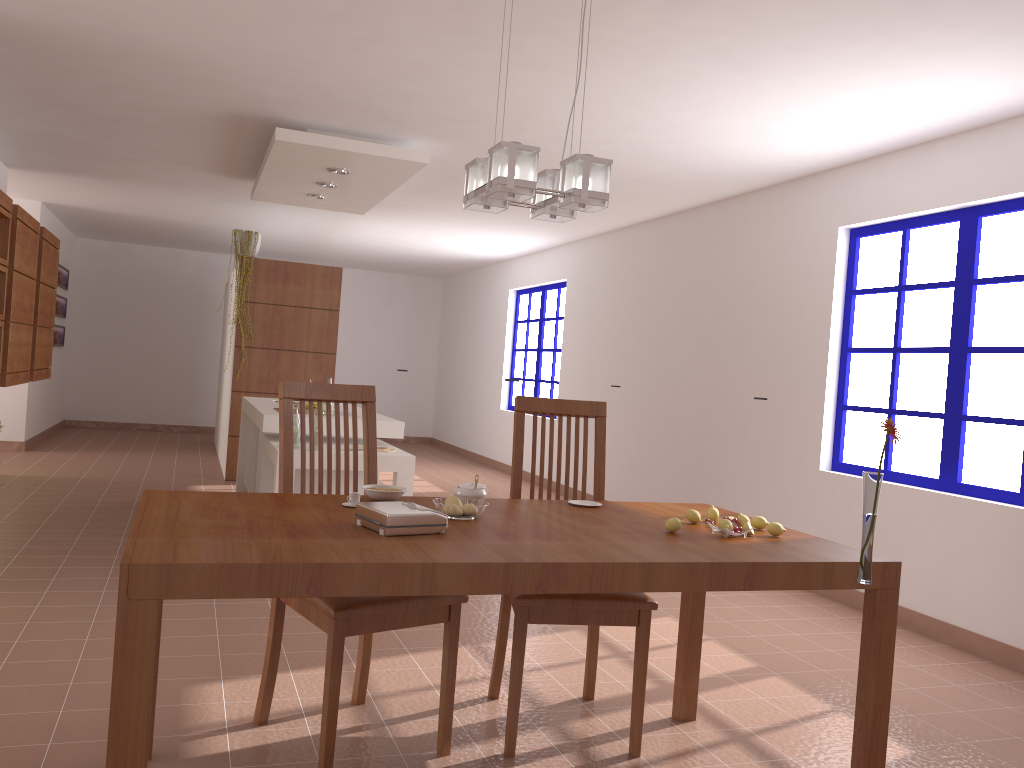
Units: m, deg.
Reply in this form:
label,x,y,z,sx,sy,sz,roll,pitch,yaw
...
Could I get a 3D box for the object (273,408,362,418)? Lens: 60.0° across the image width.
label,x,y,z,sx,sy,sz,roll,pitch,yaw
object,-1.229,0.182,5.589,0.493,0.006,0.551,4,1,-20

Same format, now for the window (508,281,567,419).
label,x,y,z,sx,sy,sz,roll,pitch,yaw
window,0.309,-0.371,9.797,0.035,1.430,1.699,4,1,-20

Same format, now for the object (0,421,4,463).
label,x,y,z,sx,sy,sz,roll,pitch,yaw
object,-3.886,0.499,6.662,0.087,0.546,0.296,4,1,-20

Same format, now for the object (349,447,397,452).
label,x,y,z,sx,sy,sz,roll,pitch,yaw
object,-0.795,0.373,5.058,0.266,0.006,0.168,4,1,-3

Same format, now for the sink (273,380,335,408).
label,x,y,z,sx,sy,sz,roll,pitch,yaw
sink,-1.543,0.144,6.596,0.404,0.368,0.668,4,1,-20

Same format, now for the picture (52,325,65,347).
label,x,y,z,sx,sy,sz,roll,pitch,yaw
picture,-5.342,-0.566,10.393,0.015,0.248,1.408,4,1,-20

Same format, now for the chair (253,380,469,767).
label,x,y,z,sx,sy,sz,roll,pitch,yaw
chair,-0.472,0.540,2.685,0.444,1.063,0.574,4,1,-40

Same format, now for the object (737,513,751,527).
label,x,y,z,sx,sy,sz,roll,pitch,yaw
object,0.654,0.390,2.506,0.039,0.049,0.039,4,1,-12

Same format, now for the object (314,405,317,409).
label,x,y,z,sx,sy,sz,roll,pitch,yaw
object,-1.286,0.159,5.964,0.207,0.033,0.060,5,1,25

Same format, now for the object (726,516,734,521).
label,x,y,z,sx,sy,sz,roll,pitch,yaw
object,0.619,0.396,2.524,0.041,0.039,0.044,5,1,33

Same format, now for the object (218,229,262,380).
label,x,y,z,sx,sy,sz,roll,pitch,yaw
object,-2.423,-0.697,7.899,0.279,1.344,0.297,5,1,29

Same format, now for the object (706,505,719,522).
label,x,y,z,sx,sy,sz,roll,pitch,yaw
object,0.600,0.389,2.652,0.038,0.053,0.039,4,1,15

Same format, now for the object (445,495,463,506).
label,x,y,z,sx,sy,sz,roll,pitch,yaw
object,-0.159,0.329,2.426,0.048,0.044,0.055,4,1,-40

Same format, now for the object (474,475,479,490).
label,x,y,z,sx,sy,sz,roll,pitch,yaw
object,-0.102,0.291,2.491,0.010,0.075,0.015,4,1,-20

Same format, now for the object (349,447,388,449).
label,x,y,z,sx,sy,sz,roll,pitch,yaw
object,-0.833,0.364,5.015,0.041,0.008,0.375,5,1,37

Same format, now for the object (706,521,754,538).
label,x,y,z,sx,sy,sz,roll,pitch,yaw
object,0.592,0.397,2.412,0.092,0.032,0.091,4,1,-20

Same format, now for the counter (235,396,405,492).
label,x,y,z,sx,sy,sz,roll,pitch,yaw
counter,-1.428,0.563,6.206,0.821,0.800,2.156,4,1,-20

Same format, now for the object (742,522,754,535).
label,x,y,z,sx,sy,sz,roll,pitch,yaw
object,0.653,0.399,2.451,0.033,0.036,0.039,5,1,17

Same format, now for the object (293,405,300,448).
label,x,y,z,sx,sy,sz,roll,pitch,yaw
object,-1.187,0.233,4.842,0.071,0.230,0.071,4,1,-39

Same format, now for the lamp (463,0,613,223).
label,x,y,z,sx,sy,sz,roll,pitch,yaw
lamp,0.090,-0.926,2.355,0.304,0.919,0.304,4,1,-20

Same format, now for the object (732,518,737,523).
label,x,y,z,sx,sy,sz,roll,pitch,yaw
object,0.625,0.383,2.488,0.012,0.014,0.014,4,1,-39

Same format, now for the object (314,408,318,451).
label,x,y,z,sx,sy,sz,roll,pitch,yaw
object,-1.053,0.243,4.786,0.071,0.230,0.071,4,1,-39

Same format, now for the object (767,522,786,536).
label,x,y,z,sx,sy,sz,roll,pitch,yaw
object,0.734,0.404,2.469,0.043,0.038,0.043,4,1,-31

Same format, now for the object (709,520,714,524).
label,x,y,z,sx,sy,sz,roll,pitch,yaw
object,0.582,0.404,2.586,0.014,0.012,0.014,4,1,-16

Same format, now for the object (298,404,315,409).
label,x,y,z,sx,sy,sz,roll,pitch,yaw
object,-1.393,0.151,5.953,0.060,0.033,0.207,4,1,-40

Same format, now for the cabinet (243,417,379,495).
label,x,y,z,sx,sy,sz,roll,pitch,yaw
cabinet,-1.409,0.616,6.155,0.737,0.700,2.048,4,1,-20

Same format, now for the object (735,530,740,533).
label,x,y,z,sx,sy,sz,roll,pitch,yaw
object,0.611,0.404,2.406,0.013,0.014,0.014,4,1,9

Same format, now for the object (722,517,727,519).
label,x,y,z,sx,sy,sz,roll,pitch,yaw
object,0.603,0.382,2.511,0.014,0.014,0.013,5,1,37

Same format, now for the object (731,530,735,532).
label,x,y,z,sx,sy,sz,roll,pitch,yaw
object,0.600,0.403,2.410,0.014,0.013,0.014,4,1,4

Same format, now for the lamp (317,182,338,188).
label,x,y,z,sx,sy,sz,roll,pitch,yaw
lamp,-1.285,-1.407,6.183,0.143,0.059,0.143,4,1,8

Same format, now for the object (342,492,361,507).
label,x,y,z,sx,sy,sz,roll,pitch,yaw
object,-0.433,0.317,2.436,0.065,0.037,0.065,4,1,-7

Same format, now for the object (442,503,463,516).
label,x,y,z,sx,sy,sz,roll,pitch,yaw
object,-0.158,0.335,2.366,0.061,0.032,0.048,5,1,39

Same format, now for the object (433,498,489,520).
label,x,y,z,sx,sy,sz,roll,pitch,yaw
object,-0.139,0.338,2.387,0.151,0.041,0.151,5,1,30

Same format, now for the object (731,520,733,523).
label,x,y,z,sx,sy,sz,roll,pitch,yaw
object,0.621,0.389,2.494,0.012,0.014,0.014,4,1,-39

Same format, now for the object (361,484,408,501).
label,x,y,z,sx,sy,sz,roll,pitch,yaw
object,-0.373,0.321,2.592,0.136,0.036,0.136,5,1,28

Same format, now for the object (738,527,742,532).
label,x,y,z,sx,sy,sz,roll,pitch,yaw
object,0.623,0.397,2.424,0.014,0.014,0.012,4,1,-8

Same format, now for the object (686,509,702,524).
label,x,y,z,sx,sy,sz,roll,pitch,yaw
object,0.530,0.387,2.592,0.042,0.041,0.041,5,1,45

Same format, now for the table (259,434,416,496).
label,x,y,z,sx,sy,sz,roll,pitch,yaw
table,-1.070,0.678,5.219,0.737,0.647,1.003,4,1,-20

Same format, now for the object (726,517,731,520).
label,x,y,z,sx,sy,sz,roll,pitch,yaw
object,0.609,0.382,2.498,0.014,0.014,0.012,4,1,1

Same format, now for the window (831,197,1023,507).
label,x,y,z,sx,sy,sz,roll,pitch,yaw
window,2.247,-0.169,4.442,0.035,1.430,1.699,4,1,-20

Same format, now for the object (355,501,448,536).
label,x,y,z,sx,sy,sz,roll,pitch,yaw
object,-0.257,0.321,2.164,0.195,0.062,0.176,4,1,-35

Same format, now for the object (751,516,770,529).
label,x,y,z,sx,sy,sz,roll,pitch,yaw
object,0.717,0.402,2.572,0.043,0.038,0.043,4,1,-31

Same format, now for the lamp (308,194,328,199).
label,x,y,z,sx,sy,sz,roll,pitch,yaw
lamp,-1.455,-1.424,6.652,0.143,0.059,0.143,4,1,8

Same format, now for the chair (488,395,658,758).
label,x,y,z,sx,sy,sz,roll,pitch,yaw
chair,0.181,0.587,2.924,0.444,1.063,0.574,4,1,-10

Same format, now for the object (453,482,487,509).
label,x,y,z,sx,sy,sz,roll,pitch,yaw
object,-0.120,0.319,2.525,0.096,0.079,0.096,4,1,-25

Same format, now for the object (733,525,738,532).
label,x,y,z,sx,sy,sz,roll,pitch,yaw
object,0.603,0.399,2.434,0.040,0.023,0.049,5,1,26

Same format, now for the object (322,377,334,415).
label,x,y,z,sx,sy,sz,roll,pitch,yaw
object,-1.118,0.073,5.405,0.071,0.230,0.071,4,1,-39

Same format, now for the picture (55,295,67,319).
label,x,y,z,sx,sy,sz,roll,pitch,yaw
picture,-5.316,-0.915,10.390,0.015,0.248,1.408,4,1,-20

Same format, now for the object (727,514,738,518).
label,x,y,z,sx,sy,sz,roll,pitch,yaw
object,0.624,0.377,2.515,0.034,0.011,0.037,5,1,30

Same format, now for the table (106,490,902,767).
label,x,y,z,sx,sy,sz,roll,pitch,yaw
table,-0.047,0.738,2.339,1.800,0.740,0.900,4,1,-20

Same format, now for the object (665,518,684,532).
label,x,y,z,sx,sy,sz,roll,pitch,yaw
object,0.437,0.382,2.404,0.041,0.041,0.042,4,1,-34

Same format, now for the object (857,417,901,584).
label,x,y,z,sx,sy,sz,roll,pitch,yaw
object,0.791,0.251,1.907,0.050,0.365,0.085,4,1,-23

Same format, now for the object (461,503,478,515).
label,x,y,z,sx,sy,sz,roll,pitch,yaw
object,-0.116,0.338,2.394,0.048,0.033,0.060,4,1,-21

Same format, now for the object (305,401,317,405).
label,x,y,z,sx,sy,sz,roll,pitch,yaw
object,-1.310,0.129,5.979,0.207,0.055,0.047,4,1,-43

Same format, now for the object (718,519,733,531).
label,x,y,z,sx,sy,sz,roll,pitch,yaw
object,0.578,0.384,2.403,0.043,0.038,0.042,4,1,-44

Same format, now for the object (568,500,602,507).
label,x,y,z,sx,sy,sz,roll,pitch,yaw
object,0.230,0.379,2.802,0.108,0.008,0.108,5,1,35

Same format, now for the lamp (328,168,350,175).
label,x,y,z,sx,sy,sz,roll,pitch,yaw
lamp,-1.111,-1.389,5.709,0.143,0.059,0.143,4,1,-37

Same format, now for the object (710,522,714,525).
label,x,y,z,sx,sy,sz,roll,pitch,yaw
object,0.571,0.403,2.542,0.014,0.014,0.012,4,1,-32

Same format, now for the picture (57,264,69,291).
label,x,y,z,sx,sy,sz,roll,pitch,yaw
picture,-5.289,-1.264,10.386,0.015,0.248,1.408,4,1,-20

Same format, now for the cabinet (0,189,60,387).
label,x,y,z,sx,sy,sz,roll,pitch,yaw
cabinet,-3.510,-0.590,5.352,0.754,1.200,4.718,4,1,-20
